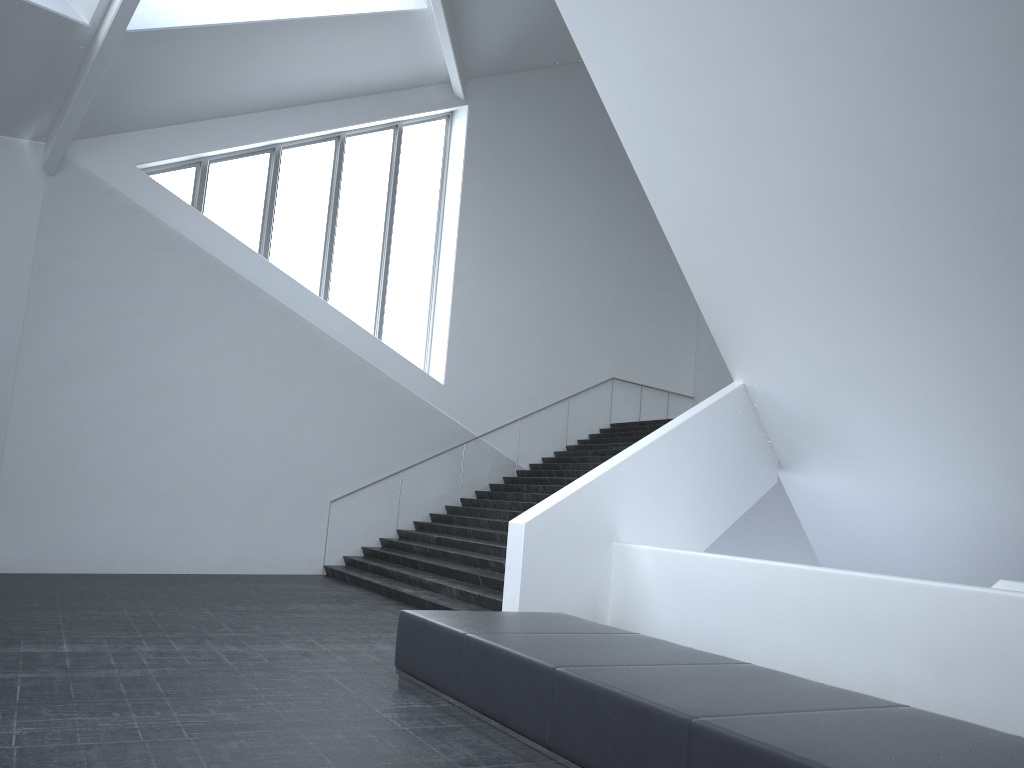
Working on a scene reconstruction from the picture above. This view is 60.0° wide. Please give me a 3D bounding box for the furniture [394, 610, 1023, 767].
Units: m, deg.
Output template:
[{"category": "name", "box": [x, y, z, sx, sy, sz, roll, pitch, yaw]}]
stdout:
[{"category": "furniture", "box": [1.129, 1.893, 4.679, 1.488, 0.580, 5.742, 9, -9, -28]}]
